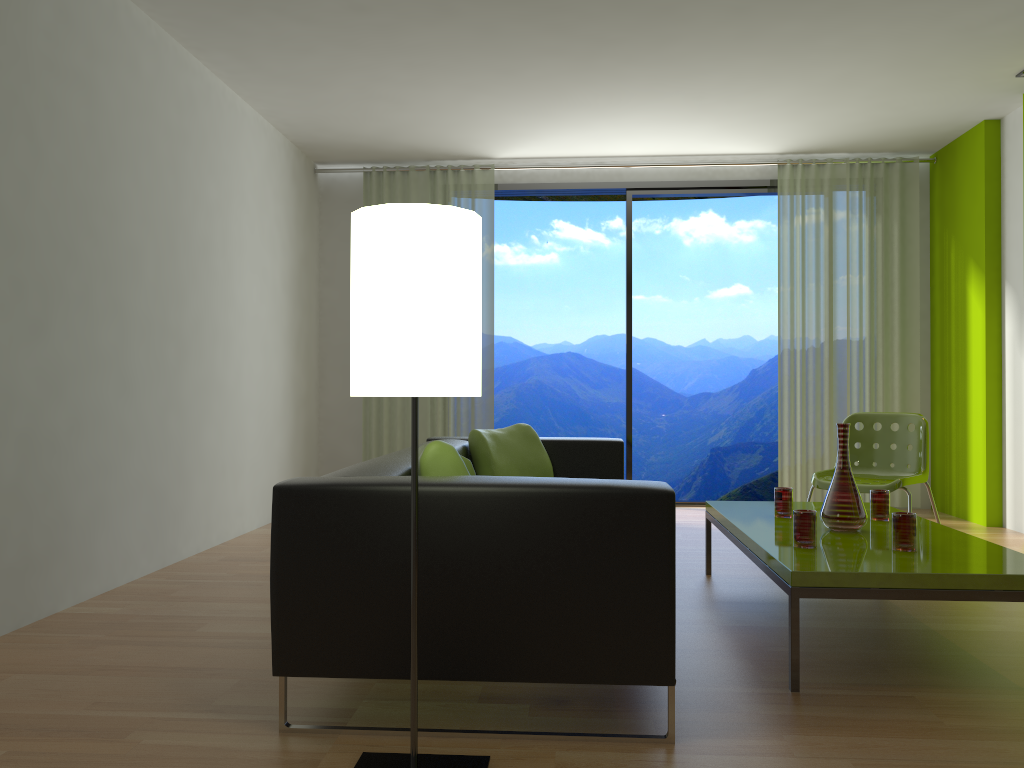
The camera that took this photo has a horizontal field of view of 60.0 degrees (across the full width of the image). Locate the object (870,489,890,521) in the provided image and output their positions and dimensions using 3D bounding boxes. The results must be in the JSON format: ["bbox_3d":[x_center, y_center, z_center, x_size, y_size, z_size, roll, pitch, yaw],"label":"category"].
[{"bbox_3d":[1.489,0.492,3.589,0.076,0.122,0.075,0,-1,39],"label":"object"}]

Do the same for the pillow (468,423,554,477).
[{"bbox_3d":[-0.017,0.377,4.336,0.399,0.362,0.269,1,-1,-37],"label":"pillow"}]

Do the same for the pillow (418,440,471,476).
[{"bbox_3d":[-0.193,0.362,2.684,0.210,0.403,0.457,0,-1,-10],"label":"pillow"}]

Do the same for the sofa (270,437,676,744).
[{"bbox_3d":[0.014,0.578,3.459,1.061,0.639,2.583,0,-1,4],"label":"sofa"}]

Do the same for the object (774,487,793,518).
[{"bbox_3d":[1.125,0.492,3.671,0.076,0.122,0.075,0,-1,39],"label":"object"}]

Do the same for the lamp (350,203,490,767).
[{"bbox_3d":[-0.211,0.254,1.944,0.302,1.244,0.295,0,-1,4],"label":"lamp"}]

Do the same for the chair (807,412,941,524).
[{"bbox_3d":[1.858,0.530,4.596,0.640,0.759,0.546,-1,-1,43],"label":"chair"}]

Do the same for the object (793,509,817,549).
[{"bbox_3d":[0.976,0.484,2.952,0.076,0.122,0.075,0,-1,39],"label":"object"}]

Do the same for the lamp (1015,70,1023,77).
[{"bbox_3d":[2.896,-1.780,4.772,0.192,0.131,0.352,0,-1,4],"label":"lamp"}]

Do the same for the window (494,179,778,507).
[{"bbox_3d":[1.124,-0.298,6.865,3.336,2.498,0.219,0,-1,4],"label":"window"}]

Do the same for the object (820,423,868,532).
[{"bbox_3d":[1.238,0.347,3.313,0.168,0.400,0.168,0,-1,-10],"label":"object"}]

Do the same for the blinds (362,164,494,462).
[{"bbox_3d":[-0.637,-0.384,6.768,1.012,2.568,0.067,0,-1,4],"label":"blinds"}]

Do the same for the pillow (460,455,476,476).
[{"bbox_3d":[-0.177,0.381,3.077,0.164,0.317,0.380,0,-1,-12],"label":"pillow"}]

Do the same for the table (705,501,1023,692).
[{"bbox_3d":[1.264,0.720,3.350,0.810,0.349,1.682,0,-1,4],"label":"table"}]

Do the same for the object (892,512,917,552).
[{"bbox_3d":[1.280,0.483,2.893,0.076,0.122,0.075,0,-1,-30],"label":"object"}]

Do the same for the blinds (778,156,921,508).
[{"bbox_3d":[2.475,-0.382,6.544,1.012,2.568,0.067,0,-1,4],"label":"blinds"}]
